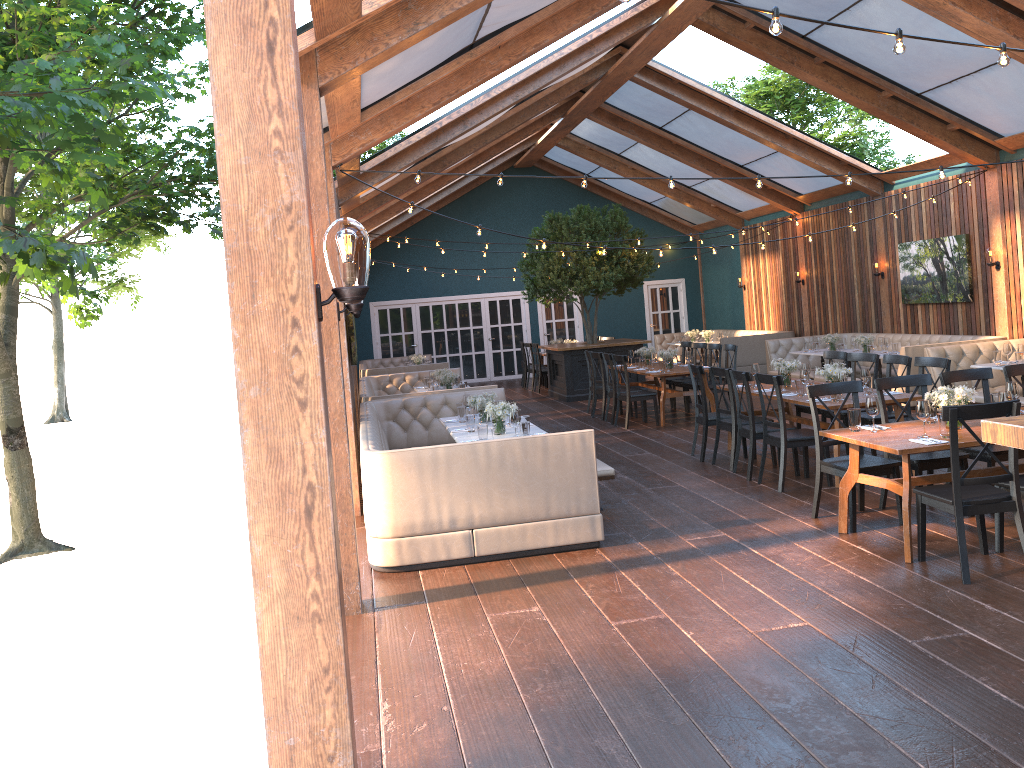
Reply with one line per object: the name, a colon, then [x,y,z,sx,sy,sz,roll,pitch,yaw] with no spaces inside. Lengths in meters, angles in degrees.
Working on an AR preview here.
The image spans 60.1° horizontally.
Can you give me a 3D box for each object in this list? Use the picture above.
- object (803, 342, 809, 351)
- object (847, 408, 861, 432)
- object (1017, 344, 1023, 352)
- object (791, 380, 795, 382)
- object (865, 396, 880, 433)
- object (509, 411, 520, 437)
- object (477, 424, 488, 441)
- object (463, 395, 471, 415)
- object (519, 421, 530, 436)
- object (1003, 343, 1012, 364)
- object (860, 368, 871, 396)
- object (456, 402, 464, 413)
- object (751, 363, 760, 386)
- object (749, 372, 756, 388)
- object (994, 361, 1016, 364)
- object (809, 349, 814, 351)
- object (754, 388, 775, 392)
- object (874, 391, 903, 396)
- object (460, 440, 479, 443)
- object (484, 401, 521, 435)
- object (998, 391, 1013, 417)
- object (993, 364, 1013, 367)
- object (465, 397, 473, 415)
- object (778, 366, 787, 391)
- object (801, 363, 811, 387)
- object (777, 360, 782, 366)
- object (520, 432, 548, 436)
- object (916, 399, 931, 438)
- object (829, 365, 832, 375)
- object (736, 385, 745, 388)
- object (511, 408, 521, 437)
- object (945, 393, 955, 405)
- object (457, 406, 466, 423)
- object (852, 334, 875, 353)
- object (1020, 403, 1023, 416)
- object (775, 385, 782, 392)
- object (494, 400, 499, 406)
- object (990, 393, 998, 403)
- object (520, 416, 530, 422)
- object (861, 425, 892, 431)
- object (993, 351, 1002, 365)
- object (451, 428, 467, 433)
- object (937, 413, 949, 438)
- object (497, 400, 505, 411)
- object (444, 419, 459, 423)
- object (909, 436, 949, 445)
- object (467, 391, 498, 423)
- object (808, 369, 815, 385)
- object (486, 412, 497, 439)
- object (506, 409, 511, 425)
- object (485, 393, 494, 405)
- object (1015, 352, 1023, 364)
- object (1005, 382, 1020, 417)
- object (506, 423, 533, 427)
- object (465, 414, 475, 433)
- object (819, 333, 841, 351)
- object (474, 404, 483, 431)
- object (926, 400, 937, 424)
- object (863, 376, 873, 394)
object: [4.951,-0.629,14.892,0.092,0.158,0.092,-5,2,-23]
object: [2.408,0.254,6.218,0.091,0.158,0.092,-4,2,17]
object: [5.833,-0.335,10.117,0.092,0.244,0.092,-3,2,38]
object: [3.163,-0.039,9.777,0.255,0.019,0.158,-5,5,-9]
object: [2.499,0.212,6.124,0.092,0.244,0.092,-4,2,33]
object: [0.026,0.353,7.453,0.092,0.244,0.092,-4,2,33]
object: [-0.242,0.422,7.406,0.092,0.158,0.092,-5,2,-23]
object: [-0.463,0.237,9.272,0.092,0.244,0.092,-3,2,38]
object: [0.109,0.396,7.378,0.092,0.158,0.092,-5,2,-23]
object: [5.804,-0.354,10.357,0.092,0.244,0.092,-3,2,38]
object: [3.256,-0.020,8.144,0.092,0.244,0.092,-4,2,33]
object: [-0.539,0.279,9.348,0.092,0.158,0.092,-5,2,-23]
object: [2.653,-0.099,9.634,0.092,0.244,0.092,-3,2,38]
object: [2.584,-0.043,9.539,0.091,0.158,0.092,-3,2,37]
object: [5.882,-0.260,10.510,0.157,0.019,0.255,-5,5,-9]
object: [5.104,-0.578,14.969,0.157,0.019,0.255,-5,5,-9]
object: [2.627,0.062,9.112,0.255,0.019,0.158,-5,5,-9]
object: [3.418,0.085,8.081,0.255,0.019,0.158,-5,5,-9]
object: [-0.312,0.484,7.555,0.255,0.019,0.158,-5,5,-9]
object: [-0.112,0.292,7.916,0.330,0.309,0.336,-7,4,-35]
object: [3.284,0.170,5.884,0.092,0.244,0.092,-4,2,33]
object: [5.691,-0.217,10.188,0.255,0.019,0.158,-5,5,-9]
object: [-0.434,0.255,9.032,0.092,0.244,0.092,-3,2,38]
object: [2.768,-0.056,9.040,0.092,0.244,0.092,-4,2,33]
object: [3.073,-0.099,9.239,0.092,0.244,0.092,-4,2,33]
object: [2.994,-0.143,9.823,0.092,0.244,0.092,-3,2,38]
object: [0.196,0.438,7.621,0.255,0.019,0.158,-5,5,-9]
object: [2.692,0.226,5.783,0.092,0.244,0.092,-4,2,33]
object: [3.179,-0.064,8.735,0.092,0.244,0.092,-4,2,33]
object: [2.512,0.019,9.699,0.255,0.019,0.158,-5,5,-9]
object: [0.037,0.332,7.688,0.092,0.244,0.092,-4,2,33]
object: [3.078,0.158,6.223,0.092,0.244,0.092,-4,2,33]
object: [-0.506,0.311,8.953,0.092,0.158,0.092,-5,2,-23]
object: [5.367,-0.615,13.453,0.336,0.309,0.330,-4,3,7]
object: [3.368,0.212,5.823,0.091,0.158,0.092,-4,2,17]
object: [2.697,-0.001,8.962,0.091,0.158,0.092,-4,2,17]
object: [-0.150,0.253,9.297,0.092,0.158,0.092,-5,2,-23]
object: [3.517,0.150,6.408,0.091,0.158,0.092,-4,2,17]
object: [0.115,0.362,7.768,0.092,0.158,0.092,-5,2,-23]
object: [2.578,0.306,6.275,0.157,0.019,0.255,-5,5,-9]
object: [5.728,-0.311,10.434,0.092,0.158,0.092,-5,2,-23]
object: [-0.451,0.428,8.340,0.255,0.019,0.158,-5,5,-9]
object: [2.796,0.268,5.702,0.091,0.158,0.092,-4,2,17]
object: [-0.092,0.279,8.428,0.092,0.244,0.092,-4,2,33]
object: [-0.576,0.373,9.103,0.255,0.019,0.158,-5,5,-9]
object: [2.637,0.356,5.630,0.157,0.019,0.255,-5,5,-9]
object: [-0.295,0.227,8.851,0.328,0.309,0.337,-4,3,13]
object: [3.150,-0.070,9.336,0.091,0.158,0.092,-4,2,17]
object: [-0.170,0.366,7.484,0.092,0.244,0.092,-4,2,33]
object: [-0.013,0.309,8.508,0.092,0.158,0.092,-5,2,-23]
object: [-0.229,0.223,9.217,0.092,0.244,0.092,-3,2,38]
object: [5.761,-0.280,10.039,0.092,0.158,0.092,-5,2,-23]
object: [3.580,0.109,6.324,0.092,0.244,0.092,-4,2,33]
object: [0.068,0.385,8.361,0.255,0.019,0.158,-5,5,-9]
object: [-0.381,0.366,8.190,0.092,0.158,0.092,-5,2,-23]
object: [5.202,-0.683,14.399,0.336,0.309,0.330,-4,3,3]
object: [-0.310,0.310,8.268,0.092,0.244,0.092,-4,2,33]
object: [2.984,0.201,6.308,0.091,0.158,0.092,-4,2,17]
object: [3.316,0.010,8.238,0.091,0.158,0.092,-4,2,17]
